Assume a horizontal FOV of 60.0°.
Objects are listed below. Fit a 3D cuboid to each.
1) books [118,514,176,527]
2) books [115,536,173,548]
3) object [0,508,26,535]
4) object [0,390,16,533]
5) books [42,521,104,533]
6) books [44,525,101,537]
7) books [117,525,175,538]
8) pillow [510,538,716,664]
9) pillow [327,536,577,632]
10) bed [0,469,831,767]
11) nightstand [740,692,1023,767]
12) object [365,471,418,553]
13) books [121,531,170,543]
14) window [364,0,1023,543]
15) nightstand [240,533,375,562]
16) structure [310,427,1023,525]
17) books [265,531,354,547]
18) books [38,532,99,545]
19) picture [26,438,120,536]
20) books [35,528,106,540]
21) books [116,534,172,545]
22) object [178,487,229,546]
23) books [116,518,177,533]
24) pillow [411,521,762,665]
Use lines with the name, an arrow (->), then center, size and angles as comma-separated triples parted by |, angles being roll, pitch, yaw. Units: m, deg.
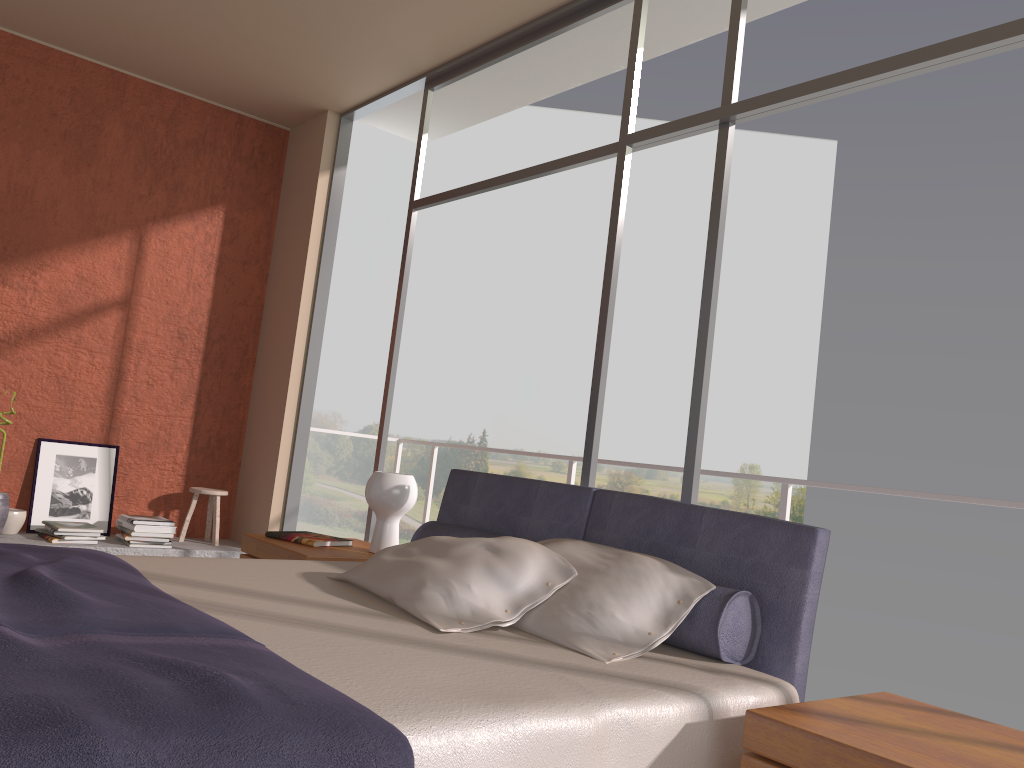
books -> -2.188, 0.817, 5.313 | 0.247, 0.025, 0.287 | 11, -7, -39
books -> -2.200, 0.947, 5.296 | 0.247, 0.018, 0.328 | 11, -6, -37
object -> -2.864, 0.782, 5.033 | 0.179, 0.137, 0.180 | 9, -6, -26
object -> -2.806, 0.434, 4.858 | 0.165, 0.810, 0.165 | 8, -5, -15
books -> -2.514, 0.817, 5.077 | 0.247, 0.018, 0.328 | 11, -7, -41
books -> -2.512, 0.838, 5.072 | 0.247, 0.025, 0.287 | 11, -6, -36
books -> -2.192, 0.880, 5.302 | 0.247, 0.027, 0.328 | 11, -6, -37
pillow -> 0.158, 0.587, 2.507 | 0.400, 0.265, 0.791 | 11, -6, -35
pillow -> -0.209, 0.567, 2.671 | 0.431, 0.264, 0.869 | 10, -6, -31
bed -> -0.684, 0.647, 2.198 | 2.462, 0.959, 2.017 | 11, -7, -38
nightstand -> 0.857, 0.985, 1.722 | 0.562, 0.556, 0.628 | 11, -7, -38
object -> -0.522, 0.547, 3.765 | 0.224, 0.338, 0.224 | 9, -6, -27
books -> -2.186, 0.907, 5.283 | 0.247, 0.025, 0.287 | 10, -6, -28
window -> 1.218, -0.182, 2.640 | 0.075, 3.133, 6.106 | 11, -7, -38
nightstand -> -0.796, 0.971, 3.781 | 0.562, 0.556, 0.628 | 11, -7, -38
structure -> 1.288, 0.849, 2.952 | 0.728, 1.005, 7.689 | 11, -7, -38
books -> -0.880, 0.673, 3.855 | 0.287, 0.025, 0.247 | 4, -6, 32
books -> -2.534, 0.881, 5.062 | 0.247, 0.025, 0.287 | 11, -7, -42
picture -> -2.636, 0.626, 5.346 | 0.458, 0.550, 0.117 | 11, -7, -38
books -> -2.527, 0.860, 5.079 | 0.328, 0.018, 0.247 | 3, -6, 36
books -> -2.201, 0.929, 5.303 | 0.247, 0.018, 0.287 | 11, -7, -39
object -> -1.950, 0.848, 5.675 | 0.260, 0.349, 0.257 | 5, -5, 21
books -> -2.188, 0.848, 5.305 | 0.247, 0.038, 0.319 | 11, -7, -41
pillow -> 0.141, 0.625, 2.844 | 0.205, 0.201, 1.470 | 11, -7, -38
